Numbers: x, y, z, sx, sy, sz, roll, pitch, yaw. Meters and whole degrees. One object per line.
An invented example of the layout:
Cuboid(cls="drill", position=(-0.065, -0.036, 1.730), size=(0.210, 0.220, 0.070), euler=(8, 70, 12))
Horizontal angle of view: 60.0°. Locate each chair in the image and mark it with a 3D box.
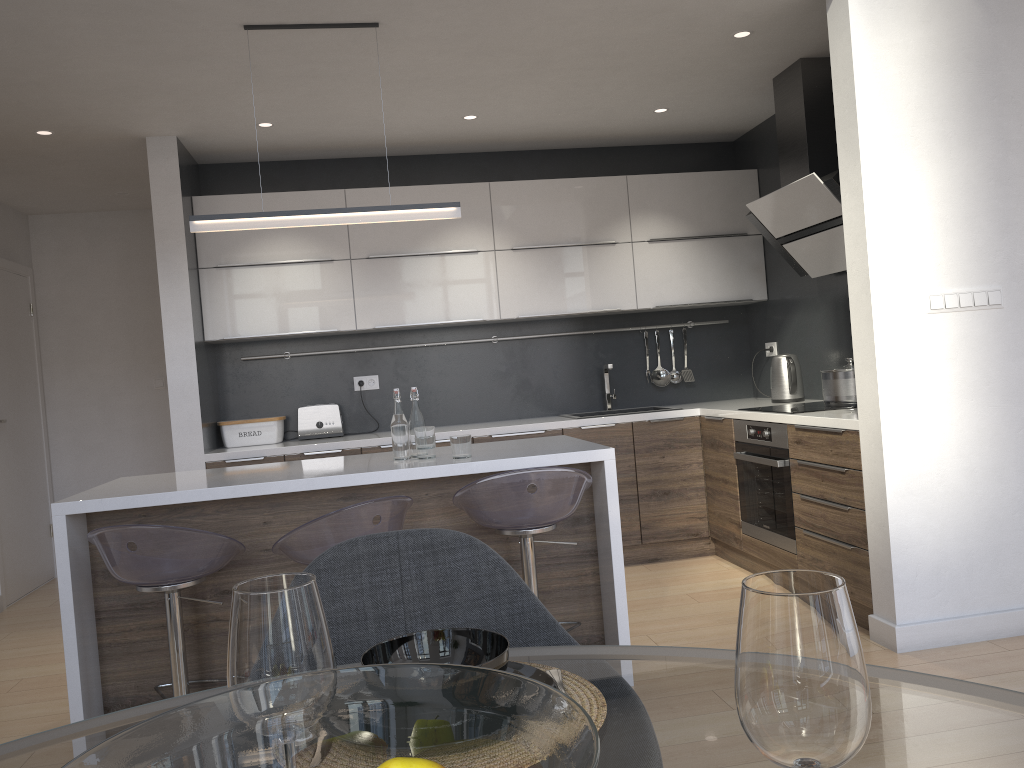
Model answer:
Cuboid(cls="chair", position=(-0.112, 0.690, 1.200), size=(0.655, 0.891, 0.619), euler=(-5, 1, -8))
Cuboid(cls="chair", position=(-1.069, 0.800, 2.826), size=(0.475, 0.787, 0.434), euler=(-5, 1, 9))
Cuboid(cls="chair", position=(-0.524, 0.754, 2.897), size=(0.434, 0.787, 0.475), euler=(-4, 1, 44))
Cuboid(cls="chair", position=(0.062, 0.679, 2.992), size=(0.475, 0.838, 0.434), euler=(-5, 1, -11))

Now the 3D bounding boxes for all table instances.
Cuboid(cls="table", position=(-0.036, 0.750, 0.448), size=(1.499, 0.764, 1.499), euler=(-5, 1, -20))

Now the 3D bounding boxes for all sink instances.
Cuboid(cls="sink", position=(0.626, 0.138, 5.252), size=(0.626, 0.518, 0.512), euler=(-5, 1, -9))

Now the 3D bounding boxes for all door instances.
Cuboid(cls="door", position=(-3.141, 0.269, 5.632), size=(0.085, 2.136, 0.974), euler=(-5, 1, -9))

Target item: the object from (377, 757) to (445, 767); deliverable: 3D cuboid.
Cuboid(cls="object", position=(-0.062, 0.252, 0.508), size=(0.078, 0.073, 0.077), euler=(-4, 1, 41))

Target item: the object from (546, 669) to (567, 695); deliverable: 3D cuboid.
Cuboid(cls="object", position=(-0.084, 0.355, 0.965), size=(0.309, 0.015, 0.206), euler=(-5, 1, -5))

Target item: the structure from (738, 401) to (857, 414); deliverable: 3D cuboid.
Cuboid(cls="structure", position=(1.484, 0.109, 4.334), size=(0.550, 0.006, 0.600), euler=(-5, 1, -9))

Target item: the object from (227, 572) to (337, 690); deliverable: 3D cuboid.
Cuboid(cls="object", position=(-0.177, 0.264, 0.696), size=(0.083, 0.220, 0.083), euler=(-4, 1, 19))

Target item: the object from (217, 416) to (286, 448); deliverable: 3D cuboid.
Cuboid(cls="object", position=(-1.483, 0.274, 5.079), size=(0.380, 0.148, 0.263), euler=(-5, 1, -9))

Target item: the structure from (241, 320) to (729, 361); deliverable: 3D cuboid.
Cuboid(cls="structure", position=(-0.103, -0.272, 5.413), size=(3.000, 0.045, 0.050), euler=(-5, 1, -9))

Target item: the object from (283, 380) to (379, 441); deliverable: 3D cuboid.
Cuboid(cls="object", position=(-1.068, 0.154, 5.185), size=(0.562, 0.319, 0.191), euler=(-5, 1, -9))

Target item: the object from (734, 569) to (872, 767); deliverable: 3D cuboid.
Cuboid(cls="object", position=(0.189, 0.236, 0.570), size=(0.083, 0.220, 0.083), euler=(-5, 1, -37))

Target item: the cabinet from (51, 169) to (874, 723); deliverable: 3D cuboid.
Cuboid(cls="cabinet", position=(-0.593, -0.115, 4.148), size=(4.694, 2.501, 2.402), euler=(-5, 1, -9))

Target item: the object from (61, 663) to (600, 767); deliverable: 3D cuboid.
Cuboid(cls="object", position=(-0.088, 0.278, 0.446), size=(0.278, 0.184, 0.278), euler=(-5, 1, -1))

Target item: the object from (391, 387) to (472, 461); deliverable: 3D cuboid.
Cuboid(cls="object", position=(-0.300, 0.141, 3.240), size=(0.148, 0.267, 0.323), euler=(-6, 1, -44))

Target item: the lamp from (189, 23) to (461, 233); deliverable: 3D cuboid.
Cuboid(cls="lamp", position=(-0.718, -0.974, 3.325), size=(0.998, 0.756, 0.020), euler=(-5, 1, -9))

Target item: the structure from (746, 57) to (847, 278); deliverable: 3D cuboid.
Cuboid(cls="structure", position=(1.475, -1.047, 4.328), size=(0.407, 0.998, 0.898), euler=(-5, 1, -9))

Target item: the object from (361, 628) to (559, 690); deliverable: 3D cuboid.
Cuboid(cls="object", position=(-0.080, 0.324, 0.959), size=(0.258, 0.074, 0.258), euler=(-5, 1, -29))

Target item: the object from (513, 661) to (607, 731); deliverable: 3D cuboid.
Cuboid(cls="object", position=(-0.077, 0.362, 0.967), size=(0.360, 0.002, 0.360), euler=(-5, 1, -34))

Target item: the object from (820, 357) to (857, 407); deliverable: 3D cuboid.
Cuboid(cls="object", position=(1.622, -0.016, 4.219), size=(0.288, 0.223, 0.315), euler=(-4, 1, 32))

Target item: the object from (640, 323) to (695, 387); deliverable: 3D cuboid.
Cuboid(cls="object", position=(0.975, -0.182, 5.580), size=(0.320, 0.389, 0.069), euler=(-5, 1, -8))

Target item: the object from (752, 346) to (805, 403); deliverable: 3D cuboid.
Cuboid(cls="object", position=(1.520, -0.060, 5.089), size=(0.179, 0.318, 0.590), euler=(-5, 1, -2))

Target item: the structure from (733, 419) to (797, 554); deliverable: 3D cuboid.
Cuboid(cls="structure", position=(1.467, 0.454, 4.331), size=(0.584, 0.588, 0.587), euler=(-5, 1, -9))
